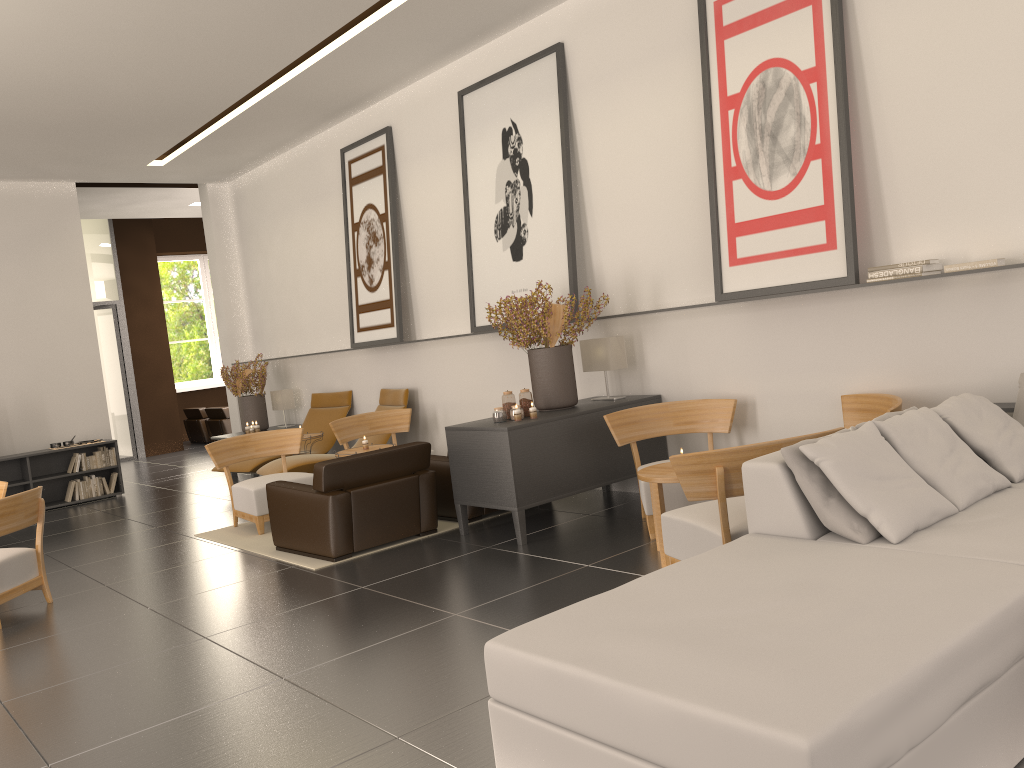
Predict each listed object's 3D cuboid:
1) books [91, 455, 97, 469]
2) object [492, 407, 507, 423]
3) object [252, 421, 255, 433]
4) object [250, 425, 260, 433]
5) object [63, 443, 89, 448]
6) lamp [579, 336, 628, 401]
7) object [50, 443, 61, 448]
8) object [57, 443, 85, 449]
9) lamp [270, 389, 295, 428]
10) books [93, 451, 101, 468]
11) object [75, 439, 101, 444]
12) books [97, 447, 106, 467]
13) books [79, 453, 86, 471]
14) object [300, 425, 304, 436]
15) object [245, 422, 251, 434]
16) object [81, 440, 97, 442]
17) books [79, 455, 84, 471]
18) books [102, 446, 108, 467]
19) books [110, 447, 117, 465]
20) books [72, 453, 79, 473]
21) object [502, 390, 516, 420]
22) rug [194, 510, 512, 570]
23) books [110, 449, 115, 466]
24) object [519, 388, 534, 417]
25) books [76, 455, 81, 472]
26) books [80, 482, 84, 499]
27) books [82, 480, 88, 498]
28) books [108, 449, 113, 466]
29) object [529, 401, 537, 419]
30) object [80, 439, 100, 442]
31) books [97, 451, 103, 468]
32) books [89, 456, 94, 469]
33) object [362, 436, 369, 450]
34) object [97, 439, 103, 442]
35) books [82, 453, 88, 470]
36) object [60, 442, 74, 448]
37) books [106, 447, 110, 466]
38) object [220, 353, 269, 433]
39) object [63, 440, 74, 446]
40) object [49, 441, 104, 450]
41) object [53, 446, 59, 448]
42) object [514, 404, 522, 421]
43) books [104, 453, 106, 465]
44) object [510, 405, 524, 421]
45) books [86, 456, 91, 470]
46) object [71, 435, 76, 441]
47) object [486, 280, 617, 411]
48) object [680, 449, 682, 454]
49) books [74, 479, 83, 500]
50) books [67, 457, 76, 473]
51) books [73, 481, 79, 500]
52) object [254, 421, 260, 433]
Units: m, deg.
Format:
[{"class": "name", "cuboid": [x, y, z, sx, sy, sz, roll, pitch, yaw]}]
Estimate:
[{"class": "books", "cuboid": [-7.974, 1.485, 16.898, 0.055, 0.249, 0.167, -9, 3, -39]}, {"class": "object", "cuboid": [-0.138, 0.340, 9.766, 0.157, 0.158, 0.158, -6, 3, 24]}, {"class": "object", "cuboid": [-5.047, 0.847, 17.306, 0.104, 0.254, 0.104, -7, 3, 11]}, {"class": "object", "cuboid": [-4.979, 0.879, 17.183, 0.111, 0.187, 0.208, -5, 4, 38]}, {"class": "object", "cuboid": [-8.197, 1.153, 16.661, 0.515, 0.015, 0.014, -10, 4, -41]}, {"class": "lamp", "cuboid": [1.137, -0.184, 10.835, 0.258, 0.757, 0.514, -9, 3, -39]}, {"class": "object", "cuboid": [-8.643, 1.165, 16.791, 0.188, 0.082, 0.188, -6, 3, 11]}, {"class": "object", "cuboid": [-8.274, 1.163, 16.647, 0.014, 0.015, 0.515, -4, 4, 43]}, {"class": "lamp", "cuboid": [-4.629, 0.502, 17.985, 0.258, 0.755, 0.514, -9, 3, -39]}, {"class": "books", "cuboid": [-7.911, 1.445, 16.902, 0.054, 0.311, 0.244, -9, 3, -39]}, {"class": "object", "cuboid": [-8.118, 1.111, 17.013, 0.405, 0.034, 0.293, -7, 3, 8]}, {"class": "books", "cuboid": [-7.851, 1.397, 16.961, 0.039, 0.384, 0.232, -9, 3, -39]}, {"class": "books", "cuboid": [-8.108, 1.473, 16.732, 0.019, 0.324, 0.254, -9, 3, -39]}, {"class": "object", "cuboid": [-3.595, 0.794, 15.089, 0.080, 0.187, 0.080, -6, 3, 15]}, {"class": "object", "cuboid": [-5.124, 0.862, 17.208, 0.108, 0.254, 0.108, -6, 3, 15]}, {"class": "object", "cuboid": [-8.126, 1.091, 16.972, 0.514, 0.015, 0.014, -5, 3, 27]}, {"class": "books", "cuboid": [-8.127, 1.486, 16.726, 0.017, 0.305, 0.239, -9, 3, -39]}, {"class": "books", "cuboid": [-7.813, 1.390, 17.000, 0.029, 0.385, 0.219, -9, 3, -39]}, {"class": "books", "cuboid": [-7.678, 1.391, 17.089, 0.022, 0.338, 0.253, -9, 3, -39]}, {"class": "books", "cuboid": [-8.215, 1.477, 16.657, 0.138, 0.354, 0.235, -9, 3, -39]}, {"class": "object", "cuboid": [-0.031, 0.230, 9.965, 0.157, 0.325, 0.158, -5, 4, 43]}, {"class": "rug", "cuboid": [-1.654, 1.724, 11.896, 4.006, 0.010, 3.555, -10, 4, -39]}, {"class": "books", "cuboid": [-7.713, 1.413, 17.077, 0.048, 0.305, 0.226, -9, 3, -39]}, {"class": "object", "cuboid": [0.160, 0.205, 9.979, 0.157, 0.325, 0.158, -7, 3, -2]}, {"class": "books", "cuboid": [-8.180, 1.488, 16.675, 0.130, 0.322, 0.252, -9, 3, -39]}, {"class": "books", "cuboid": [-8.136, 2.003, 16.720, 0.018, 0.321, 0.251, -9, 3, -39]}, {"class": "books", "cuboid": [-8.075, 1.990, 16.762, 0.016, 0.327, 0.265, -9, 3, -39]}, {"class": "books", "cuboid": [-7.742, 1.415, 17.040, 0.039, 0.312, 0.245, -9, 3, -39]}, {"class": "object", "cuboid": [0.228, 0.284, 9.689, 0.080, 0.187, 0.080, -9, 3, -30]}, {"class": "object", "cuboid": [-8.122, 1.087, 17.026, 0.514, 0.015, 0.014, -6, 3, 19]}, {"class": "books", "cuboid": [-7.877, 1.435, 16.935, 0.039, 0.318, 0.235, -9, 3, -39]}, {"class": "books", "cuboid": [-8.016, 1.492, 16.863, 0.055, 0.249, 0.167, -9, 3, -39]}, {"class": "object", "cuboid": [-1.972, 0.785, 11.913, 0.076, 0.187, 0.076, -7, 3, 0]}, {"class": "object", "cuboid": [-7.871, 1.082, 16.924, 0.034, 0.040, 0.112, -5, 4, 40]}, {"class": "books", "cuboid": [-8.101, 1.467, 16.782, 0.055, 0.328, 0.187, -9, 3, -39]}, {"class": "object", "cuboid": [-8.378, 1.151, 16.679, 0.086, 0.058, 0.292, -5, 4, 38]}, {"class": "books", "cuboid": [-7.787, 1.399, 17.027, 0.039, 0.357, 0.210, -9, 3, -39]}, {"class": "object", "cuboid": [-5.305, 0.196, 17.755, 0.928, 1.552, 1.587, -8, 3, -11]}, {"class": "object", "cuboid": [-8.468, 1.135, 16.930, 0.188, 0.082, 0.188, -9, 4, -25]}, {"class": "object", "cuboid": [-8.264, 1.158, 16.848, 0.895, 0.003, 0.671, -10, 4, -37]}, {"class": "object", "cuboid": [-8.535, 1.184, 16.605, 0.112, 0.040, 0.034, -7, 3, 5]}, {"class": "object", "cuboid": [0.057, 0.308, 9.646, 0.076, 0.187, 0.076, -8, 3, -23]}, {"class": "books", "cuboid": [-7.828, 1.434, 16.988, 0.017, 0.302, 0.215, -9, 3, -39]}, {"class": "object", "cuboid": [0.054, 0.316, 9.780, 0.157, 0.158, 0.158, -6, 3, 24]}, {"class": "books", "cuboid": [-8.059, 1.499, 16.827, 0.055, 0.249, 0.167, -9, 3, -39]}, {"class": "object", "cuboid": [-8.457, 1.079, 16.982, 0.086, 0.151, 0.262, -6, 3, 19]}, {"class": "object", "cuboid": [0.627, -0.505, 10.552, 1.423, 1.552, 1.436, -9, 3, -27]}, {"class": "object", "cuboid": [1.537, 0.667, 7.988, 0.080, 0.187, 0.080, -6, 3, 15]}, {"class": "books", "cuboid": [-8.164, 1.980, 16.701, 0.042, 0.376, 0.248, -9, 3, -39]}, {"class": "books", "cuboid": [-8.252, 1.516, 16.614, 0.142, 0.289, 0.252, -9, 4, -39]}, {"class": "books", "cuboid": [-8.199, 2.004, 16.659, 0.071, 0.344, 0.265, -9, 3, -39]}, {"class": "object", "cuboid": [-4.954, 0.840, 17.222, 0.104, 0.254, 0.104, -7, 3, 11]}]
